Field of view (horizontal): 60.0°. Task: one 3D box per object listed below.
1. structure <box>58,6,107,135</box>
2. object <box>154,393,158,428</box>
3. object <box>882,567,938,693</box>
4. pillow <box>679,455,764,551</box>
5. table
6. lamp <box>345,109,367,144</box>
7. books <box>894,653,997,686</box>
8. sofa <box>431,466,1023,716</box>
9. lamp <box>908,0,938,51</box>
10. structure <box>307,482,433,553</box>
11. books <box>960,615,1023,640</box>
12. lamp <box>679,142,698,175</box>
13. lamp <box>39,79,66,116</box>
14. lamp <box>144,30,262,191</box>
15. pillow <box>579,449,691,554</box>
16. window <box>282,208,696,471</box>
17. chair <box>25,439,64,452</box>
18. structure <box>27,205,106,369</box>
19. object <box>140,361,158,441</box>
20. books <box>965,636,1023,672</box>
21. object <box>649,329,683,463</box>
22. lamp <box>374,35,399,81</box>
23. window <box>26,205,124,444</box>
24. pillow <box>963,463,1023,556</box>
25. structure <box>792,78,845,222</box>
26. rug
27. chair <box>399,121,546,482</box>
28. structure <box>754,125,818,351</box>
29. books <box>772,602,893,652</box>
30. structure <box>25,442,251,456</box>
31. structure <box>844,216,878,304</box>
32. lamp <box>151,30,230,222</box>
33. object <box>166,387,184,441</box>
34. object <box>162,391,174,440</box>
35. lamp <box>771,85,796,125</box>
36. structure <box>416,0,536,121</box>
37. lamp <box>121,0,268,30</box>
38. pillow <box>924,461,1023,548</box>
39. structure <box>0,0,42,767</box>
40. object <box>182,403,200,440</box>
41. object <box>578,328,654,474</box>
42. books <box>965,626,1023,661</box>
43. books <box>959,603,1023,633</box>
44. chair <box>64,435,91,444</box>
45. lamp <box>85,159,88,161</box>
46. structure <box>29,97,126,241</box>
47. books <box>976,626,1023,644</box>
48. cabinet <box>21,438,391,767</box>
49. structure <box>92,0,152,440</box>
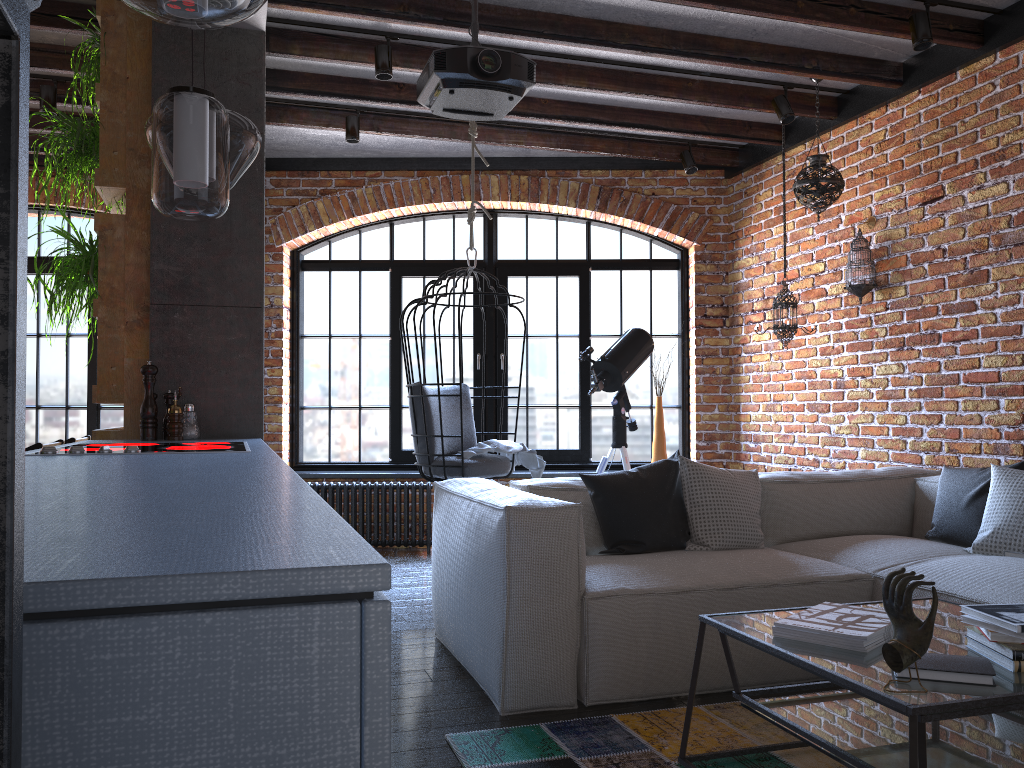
[{"bbox_3d":[-1.536,-1.217,3.613,0.570,0.620,0.422,1,-2,-28],"label":"structure"},{"bbox_3d":[-1.307,0.113,3.209,0.048,0.180,0.048,-1,-2,33],"label":"object"},{"bbox_3d":[0.764,0.471,1.704,0.099,0.223,0.093,-1,-2,22],"label":"object"},{"bbox_3d":[0.864,0.485,3.618,0.543,0.402,0.250,1,-2,-35],"label":"pillow"},{"bbox_3d":[0.961,0.786,2.049,0.842,0.388,0.848,0,-2,-17],"label":"table"},{"bbox_3d":[-0.916,-1.512,5.203,0.121,0.184,0.082,1,-2,-24],"label":"lamp"},{"bbox_3d":[0.871,0.572,1.798,0.182,0.029,0.129,-1,-2,20],"label":"books"},{"bbox_3d":[1.321,0.691,2.539,2.536,0.697,3.301,0,-2,-18],"label":"sofa"},{"bbox_3d":[1.784,-1.556,3.855,0.113,0.194,0.085,-2,-2,44],"label":"lamp"},{"bbox_3d":[-1.063,0.897,5.976,1.115,0.476,0.106,0,-1,0],"label":"structure"},{"bbox_3d":[1.145,0.515,1.904,0.268,0.014,0.196,0,-2,-19],"label":"books"},{"bbox_3d":[1.165,-1.484,5.846,0.093,0.208,0.134,1,-2,-42],"label":"lamp"},{"bbox_3d":[-2.443,-1.524,4.716,0.124,0.184,0.082,1,-2,-33],"label":"lamp"},{"bbox_3d":[-1.023,-1.005,2.949,0.367,0.747,0.367,-1,-2,36],"label":"lamp"},{"bbox_3d":[0.535,0.470,3.542,0.538,0.417,0.238,1,-2,-28],"label":"pillow"},{"bbox_3d":[-0.158,-0.333,6.512,3.293,2.232,0.177,0,-1,0],"label":"window"},{"bbox_3d":[-2.268,0.654,3.769,0.610,0.818,0.495,0,-2,-17],"label":"chair"},{"bbox_3d":[-1.660,-0.372,3.572,0.422,0.620,0.570,0,-2,2],"label":"structure"},{"bbox_3d":[-1.285,0.059,3.141,0.061,0.282,0.061,0,-1,-3],"label":"object"},{"bbox_3d":[1.145,0.577,1.899,0.247,0.024,0.209,0,-2,2],"label":"books"},{"bbox_3d":[1.082,0.090,6.209,0.270,1.053,0.299,0,-1,3],"label":"object"},{"bbox_3d":[-0.597,-1.543,4.189,0.116,0.188,0.083,-1,-2,36],"label":"lamp"},{"bbox_3d":[-3.642,-0.331,6.340,3.145,2.232,0.177,0,-1,0],"label":"window"},{"bbox_3d":[1.935,0.482,3.244,0.293,0.354,0.495,1,-2,-32],"label":"pillow"},{"bbox_3d":[1.634,-1.256,4.736,0.265,0.779,0.273,-1,-2,22],"label":"structure"},{"bbox_3d":[0.832,0.983,1.655,1.432,0.013,2.364,0,-2,-17],"label":"rug"},{"bbox_3d":[-0.264,-0.522,4.890,0.682,2.220,0.802,-1,-2,28],"label":"chair"},{"bbox_3d":[1.579,-0.910,5.140,0.389,1.437,0.338,0,-2,-17],"label":"structure"},{"bbox_3d":[0.802,0.581,2.140,0.225,0.038,0.309,-2,-2,43],"label":"books"},{"bbox_3d":[-0.995,0.187,2.462,0.504,0.057,0.763,0,-2,-17],"label":"structure"},{"bbox_3d":[1.886,-0.674,4.804,0.169,0.482,0.169,0,-2,-17],"label":"structure"},{"bbox_3d":[-0.861,-0.920,2.386,0.195,0.955,0.198,0,-2,13],"label":"lamp"},{"bbox_3d":[-1.198,0.105,3.178,0.058,0.192,0.081,-1,-2,24],"label":"object"},{"bbox_3d":[-1.252,0.114,3.241,0.048,0.180,0.048,1,-2,-34],"label":"object"},{"bbox_3d":[1.479,-1.517,4.833,0.134,0.208,0.090,-1,-2,40],"label":"lamp"},{"bbox_3d":[-0.154,-1.520,3.575,0.409,0.816,0.464,0,-2,-17],"label":"structure"},{"bbox_3d":[-0.674,-1.083,1.835,0.364,0.664,0.364,1,-2,-34],"label":"lamp"},{"bbox_3d":[1.885,0.478,3.585,0.263,0.400,0.510,1,-2,-23],"label":"pillow"},{"bbox_3d":[2.977,-0.180,2.660,8.514,2.393,0.481,1,-2,-37],"label":"structure"},{"bbox_3d":[-1.177,0.136,3.234,0.069,0.135,0.069,1,-2,-37],"label":"object"},{"bbox_3d":[0.588,0.375,5.433,0.570,1.471,0.616,0,-2,9],"label":"object"},{"bbox_3d":[1.147,0.555,1.900,0.251,0.023,0.209,0,-2,2],"label":"books"},{"bbox_3d":[1.145,0.500,1.905,0.268,0.014,0.196,0,-2,-6],"label":"books"},{"bbox_3d":[-2.505,0.678,4.526,0.610,0.818,0.495,0,-2,-17],"label":"chair"},{"bbox_3d":[-2.732,-1.493,5.667,0.112,0.184,0.082,-1,-2,41],"label":"lamp"},{"bbox_3d":[-1.690,-0.852,3.539,0.422,0.620,0.570,-2,-2,42],"label":"structure"},{"bbox_3d":[1.148,0.534,1.924,0.239,0.023,0.190,-1,-2,17],"label":"books"},{"bbox_3d":[-0.808,0.581,1.880,0.607,0.844,2.961,0,-2,-17],"label":"cabinet"},{"bbox_3d":[-1.912,-0.245,4.739,0.206,2.381,2.830,0,-2,-17],"label":"structure"}]
